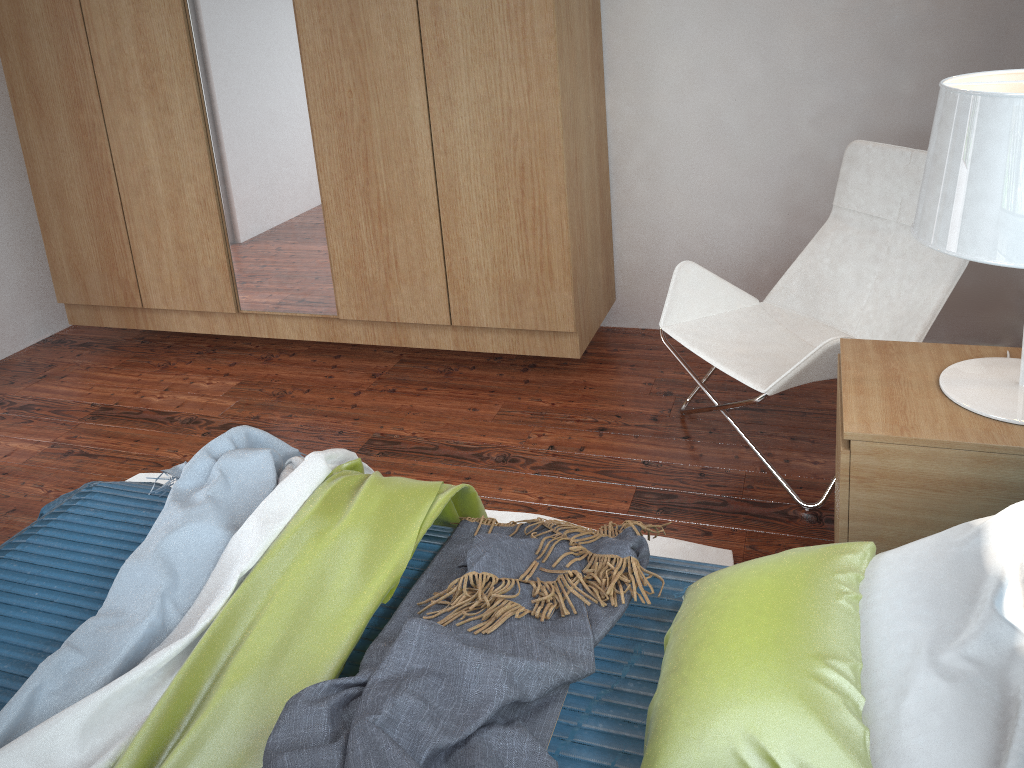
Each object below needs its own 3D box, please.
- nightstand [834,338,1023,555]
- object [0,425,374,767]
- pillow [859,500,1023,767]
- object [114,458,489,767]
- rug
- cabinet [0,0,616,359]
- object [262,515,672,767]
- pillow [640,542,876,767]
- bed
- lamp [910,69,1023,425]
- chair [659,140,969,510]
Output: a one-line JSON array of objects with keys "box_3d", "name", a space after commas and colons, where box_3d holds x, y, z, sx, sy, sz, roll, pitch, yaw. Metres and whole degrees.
[{"box_3d": [0.968, 0.260, 1.729, 0.610, 0.514, 0.451, 3, 21, 20], "name": "nightstand"}, {"box_3d": [-0.795, 0.664, 1.188, 0.536, 0.356, 2.281, 1, 25, 14], "name": "object"}, {"box_3d": [0.512, 0.411, 1.067, 0.472, 0.340, 0.924, 1, 24, 15], "name": "pillow"}, {"box_3d": [-0.461, 0.756, 1.051, 0.491, 0.423, 2.228, 1, 25, 15], "name": "object"}, {"box_3d": [-0.738, 0.914, 1.144, 1.803, 0.046, 2.866, 4, 26, 18], "name": "rug"}, {"box_3d": [-0.823, -1.375, 3.185, 2.205, 2.288, 0.612, 3, 18, 20], "name": "cabinet"}, {"box_3d": [-0.286, 0.655, 0.890, 0.633, 0.385, 2.234, 7, 27, 26], "name": "object"}, {"box_3d": [0.202, 0.584, 0.782, 0.311, 0.208, 1.457, 3, 25, 18], "name": "pillow"}, {"box_3d": [-0.306, 0.626, 0.901, 2.580, 0.731, 2.258, 4, 25, 20], "name": "bed"}, {"box_3d": [0.941, -0.254, 1.574, 0.406, 0.559, 0.428, 1, 20, 17], "name": "lamp"}, {"box_3d": [0.880, -0.227, 2.455, 0.807, 0.758, 0.729, -12, 21, -18], "name": "chair"}]
